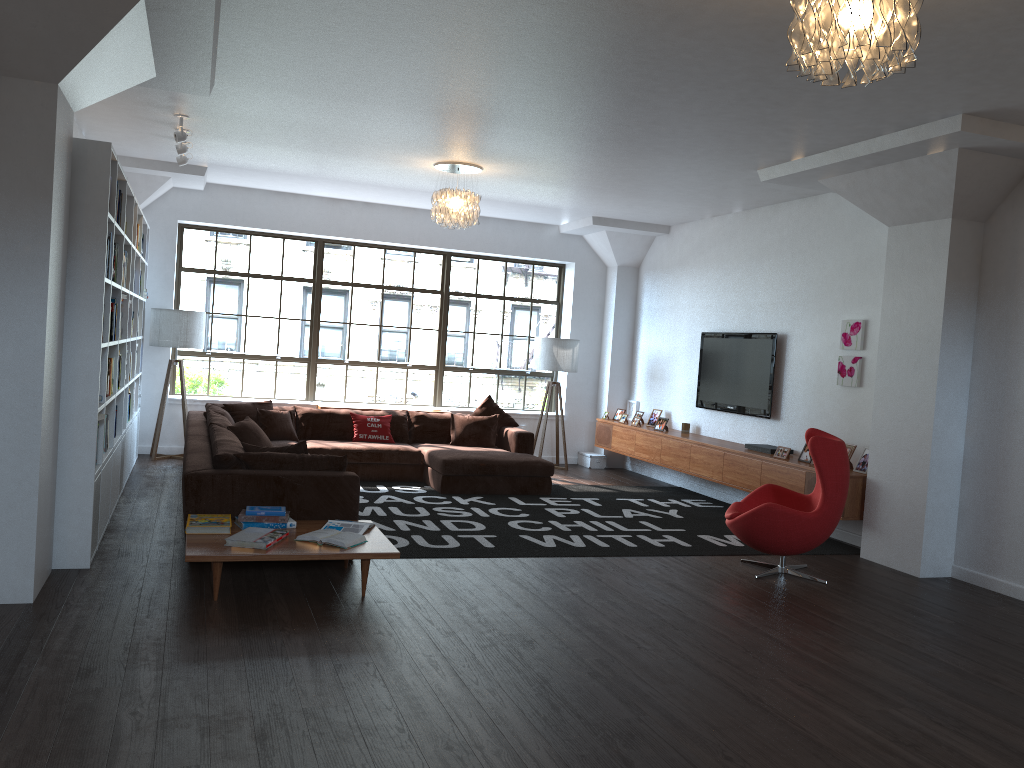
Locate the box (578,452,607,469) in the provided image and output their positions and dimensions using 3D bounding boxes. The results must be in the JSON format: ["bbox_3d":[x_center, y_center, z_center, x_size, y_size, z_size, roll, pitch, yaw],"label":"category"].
[{"bbox_3d":[1.012,0.963,11.210,0.228,0.165,0.368,3,2,-20],"label":"box"}]

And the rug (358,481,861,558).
[{"bbox_3d":[0.383,1.135,7.804,4.200,0.007,3.100,3,2,-18],"label":"rug"}]

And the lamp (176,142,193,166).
[{"bbox_3d":[-2.836,-1.982,7.646,0.111,0.211,0.120,6,3,44],"label":"lamp"}]

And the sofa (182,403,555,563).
[{"bbox_3d":[-1.039,0.705,7.810,3.481,0.664,4.197,3,2,-20],"label":"sofa"}]

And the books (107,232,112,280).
[{"bbox_3d":[-2.513,-0.778,5.340,0.176,0.290,0.053,3,2,-20],"label":"books"}]

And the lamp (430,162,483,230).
[{"bbox_3d":[-0.494,-1.656,7.873,0.441,0.539,0.442,5,2,23],"label":"lamp"}]

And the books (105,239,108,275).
[{"bbox_3d":[-2.465,-0.741,5.189,0.172,0.235,0.112,3,2,-20],"label":"books"}]

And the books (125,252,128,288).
[{"bbox_3d":[-3.044,-0.870,6.761,0.197,0.283,0.065,3,2,-20],"label":"books"}]

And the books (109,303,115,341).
[{"bbox_3d":[-2.727,-0.416,5.849,0.182,0.253,0.034,3,2,-20],"label":"books"}]

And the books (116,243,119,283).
[{"bbox_3d":[-2.795,-0.827,6.077,0.176,0.291,0.053,3,2,-20],"label":"books"}]

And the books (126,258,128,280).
[{"bbox_3d":[-3.056,-0.856,6.836,0.159,0.250,0.026,3,2,-20],"label":"books"}]

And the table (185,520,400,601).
[{"bbox_3d":[-1.277,0.998,5.045,1.100,0.271,0.853,3,2,-20],"label":"table"}]

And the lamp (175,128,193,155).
[{"bbox_3d":[-2.662,-1.950,7.158,0.111,0.211,0.120,5,3,29],"label":"lamp"}]

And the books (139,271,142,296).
[{"bbox_3d":[-3.637,-0.963,8.460,0.183,0.253,0.034,3,2,-20],"label":"books"}]

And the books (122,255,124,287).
[{"bbox_3d":[-2.904,-0.830,6.403,0.182,0.253,0.034,3,2,-20],"label":"books"}]

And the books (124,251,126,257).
[{"bbox_3d":[-3.019,-0.869,6.705,0.176,0.290,0.053,3,2,-20],"label":"books"}]

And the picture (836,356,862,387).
[{"bbox_3d":[2.844,-0.107,7.482,0.030,0.250,0.250,3,2,-20],"label":"picture"}]

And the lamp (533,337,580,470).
[{"bbox_3d":[0.496,0.233,10.809,0.545,1.579,0.545,4,2,-9],"label":"lamp"}]

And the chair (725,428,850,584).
[{"bbox_3d":[1.903,0.806,6.175,0.801,1.006,0.798,4,2,5],"label":"chair"}]

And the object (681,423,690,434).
[{"bbox_3d":[1.901,0.484,9.705,0.089,0.110,0.089,5,3,25],"label":"object"}]

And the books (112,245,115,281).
[{"bbox_3d":[-2.710,-0.792,5.813,0.183,0.253,0.042,3,2,-20],"label":"books"}]

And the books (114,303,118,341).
[{"bbox_3d":[-2.781,-0.426,6.014,0.182,0.253,0.034,3,2,-20],"label":"books"}]

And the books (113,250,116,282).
[{"bbox_3d":[-2.710,-0.779,5.853,0.161,0.223,0.032,3,2,-20],"label":"books"}]

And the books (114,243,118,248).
[{"bbox_3d":[-2.793,-0.822,6.022,0.198,0.284,0.049,3,2,-20],"label":"books"}]

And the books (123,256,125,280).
[{"bbox_3d":[-2.976,-0.839,6.587,0.170,0.245,0.057,3,2,-20],"label":"books"}]

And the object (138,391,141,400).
[{"bbox_3d":[-3.945,0.121,8.992,0.331,0.088,0.410,3,2,-20],"label":"object"}]

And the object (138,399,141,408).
[{"bbox_3d":[-3.951,0.209,8.995,0.331,0.088,0.410,3,2,-20],"label":"object"}]

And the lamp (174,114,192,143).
[{"bbox_3d":[-2.492,-1.919,6.683,0.111,0.211,0.120,5,2,14],"label":"lamp"}]

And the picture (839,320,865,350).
[{"bbox_3d":[2.866,-0.414,7.469,0.030,0.250,0.250,3,2,-20],"label":"picture"}]

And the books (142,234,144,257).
[{"bbox_3d":[-3.720,-1.353,8.708,0.183,0.253,0.042,3,2,-20],"label":"books"}]

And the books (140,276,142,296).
[{"bbox_3d":[-3.727,-0.964,8.699,0.161,0.223,0.026,3,2,-20],"label":"books"}]

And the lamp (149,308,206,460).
[{"bbox_3d":[-3.590,0.003,9.443,0.545,1.579,0.545,3,3,-31],"label":"lamp"}]

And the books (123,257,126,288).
[{"bbox_3d":[-2.990,-0.839,6.636,0.174,0.239,0.045,3,2,-20],"label":"books"}]

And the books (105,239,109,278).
[{"bbox_3d":[-2.497,-0.750,5.266,0.174,0.242,0.105,3,2,-20],"label":"books"}]

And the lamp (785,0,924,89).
[{"bbox_3d":[1.208,-1.346,3.117,0.441,0.539,0.442,5,2,23],"label":"lamp"}]

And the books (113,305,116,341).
[{"bbox_3d":[-2.760,-0.415,5.944,0.174,0.239,0.045,3,2,-20],"label":"books"}]

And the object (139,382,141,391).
[{"bbox_3d":[-3.946,0.033,8.986,0.316,0.088,0.410,3,2,-20],"label":"object"}]

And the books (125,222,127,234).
[{"bbox_3d":[-3.031,-1.178,6.831,0.110,0.153,0.019,3,2,-20],"label":"books"}]

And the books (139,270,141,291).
[{"bbox_3d":[-3.585,-0.953,8.308,0.183,0.253,0.034,3,2,-20],"label":"books"}]

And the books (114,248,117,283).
[{"bbox_3d":[-2.739,-0.792,5.922,0.174,0.240,0.054,3,2,-20],"label":"books"}]
